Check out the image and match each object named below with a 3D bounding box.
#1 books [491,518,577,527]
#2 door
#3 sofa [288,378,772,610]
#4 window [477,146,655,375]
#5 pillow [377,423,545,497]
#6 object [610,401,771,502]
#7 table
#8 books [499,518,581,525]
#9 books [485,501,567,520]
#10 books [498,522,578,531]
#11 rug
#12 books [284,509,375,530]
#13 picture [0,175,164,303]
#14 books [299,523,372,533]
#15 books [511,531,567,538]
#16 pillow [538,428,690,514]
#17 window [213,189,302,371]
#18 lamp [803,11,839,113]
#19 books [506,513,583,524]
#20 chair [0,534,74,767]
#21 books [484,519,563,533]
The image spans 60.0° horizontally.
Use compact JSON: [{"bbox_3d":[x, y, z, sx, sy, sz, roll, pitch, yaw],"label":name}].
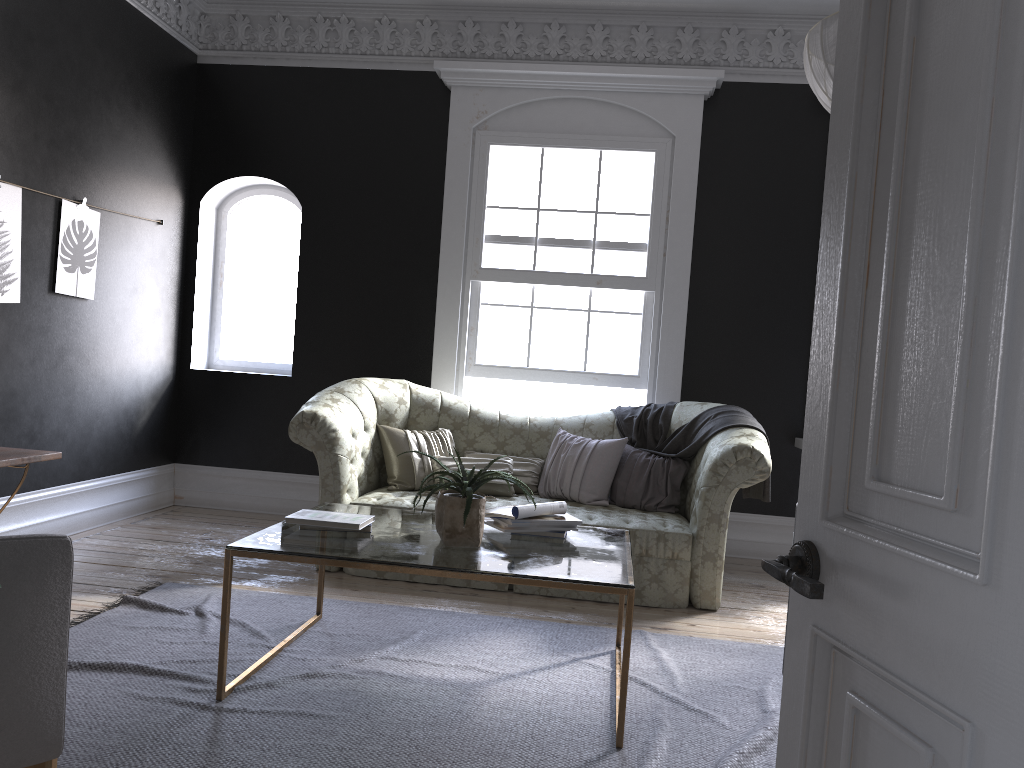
[{"bbox_3d":[0.083,0.589,3.835,0.318,0.011,0.252,4,1,-22],"label":"books"},{"bbox_3d":[0.559,0.098,0.926,0.216,2.376,1.097,4,2,-6],"label":"door"},{"bbox_3d":[0.128,0.621,5.774,2.812,1.161,1.605,4,1,7],"label":"sofa"},{"bbox_3d":[0.386,-0.916,6.575,1.262,1.673,0.056,4,2,6],"label":"window"},{"bbox_3d":[-0.352,0.498,5.755,1.105,0.416,0.529,4,1,6],"label":"pillow"},{"bbox_3d":[1.113,0.404,5.757,0.517,0.585,1.365,3,2,-34],"label":"object"},{"bbox_3d":[-0.259,0.901,3.621,1.448,0.558,1.092,4,1,6],"label":"table"},{"bbox_3d":[0.101,0.580,3.826,0.318,0.011,0.252,4,1,-22],"label":"books"},{"bbox_3d":[0.031,0.551,3.823,0.272,0.109,0.322,5,2,41],"label":"books"},{"bbox_3d":[0.098,0.601,3.836,0.318,0.011,0.252,4,1,-12],"label":"books"},{"bbox_3d":[-0.249,1.171,3.476,3.644,0.050,2.105,4,1,7],"label":"rug"},{"bbox_3d":[-0.732,0.546,3.579,0.307,0.024,0.220,4,1,6],"label":"books"},{"bbox_3d":[-2.860,-0.804,4.341,0.058,0.771,4.455,4,1,6],"label":"picture"},{"bbox_3d":[-0.722,0.573,3.644,0.289,0.030,0.193,4,1,-9],"label":"books"},{"bbox_3d":[0.119,0.630,3.830,0.231,0.023,0.162,4,1,7],"label":"books"},{"bbox_3d":[0.643,0.550,5.664,0.963,0.462,0.405,4,2,14],"label":"pillow"},{"bbox_3d":[-2.030,-0.858,7.267,0.740,1.458,0.112,4,2,6],"label":"window"},{"bbox_3d":[1.513,-1.560,3.265,0.782,2.050,0.783,2,3,-40],"label":"lamp"},{"bbox_3d":[0.110,0.570,3.823,0.318,0.011,0.252,4,1,-17],"label":"books"},{"bbox_3d":[-1.602,0.685,2.149,0.770,0.863,0.818,3,2,-43],"label":"chair"},{"bbox_3d":[0.054,0.609,3.832,0.318,0.011,0.252,4,1,-27],"label":"books"}]
